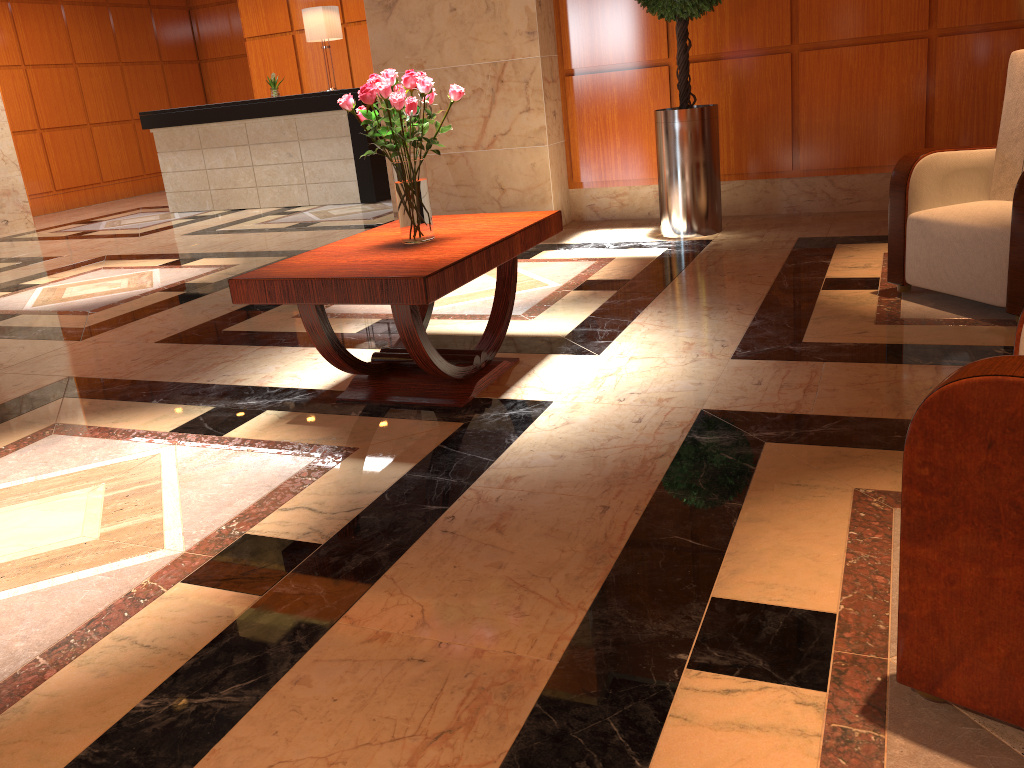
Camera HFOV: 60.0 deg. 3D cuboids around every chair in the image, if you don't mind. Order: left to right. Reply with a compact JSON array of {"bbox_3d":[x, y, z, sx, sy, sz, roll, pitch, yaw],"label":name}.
[{"bbox_3d":[1.997,-0.819,3.502,0.630,0.950,0.744,-11,18,-15],"label":"chair"},{"bbox_3d":[1.050,0.002,1.384,0.630,0.950,0.743,10,24,41],"label":"chair"}]

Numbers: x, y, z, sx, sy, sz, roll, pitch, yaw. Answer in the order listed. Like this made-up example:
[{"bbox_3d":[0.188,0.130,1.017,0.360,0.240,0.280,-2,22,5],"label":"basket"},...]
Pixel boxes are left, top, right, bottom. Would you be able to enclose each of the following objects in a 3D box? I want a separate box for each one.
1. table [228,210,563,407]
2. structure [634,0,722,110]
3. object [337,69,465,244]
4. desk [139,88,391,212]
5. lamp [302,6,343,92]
[{"bbox_3d":[-0.330,-0.268,3.285,0.725,0.528,1.180,2,20,23],"label":"table"},{"bbox_3d":[1.062,-2.041,5.439,0.722,1.694,0.730,-5,17,3],"label":"structure"},{"bbox_3d":[-0.366,-0.794,3.098,0.328,0.589,0.353,10,24,42],"label":"object"},{"bbox_3d":[-2.601,-2.604,9.901,2.927,1.129,0.952,2,19,24],"label":"desk"},{"bbox_3d":[-1.928,-3.468,9.206,0.375,0.811,0.374,-20,22,-38],"label":"lamp"}]
